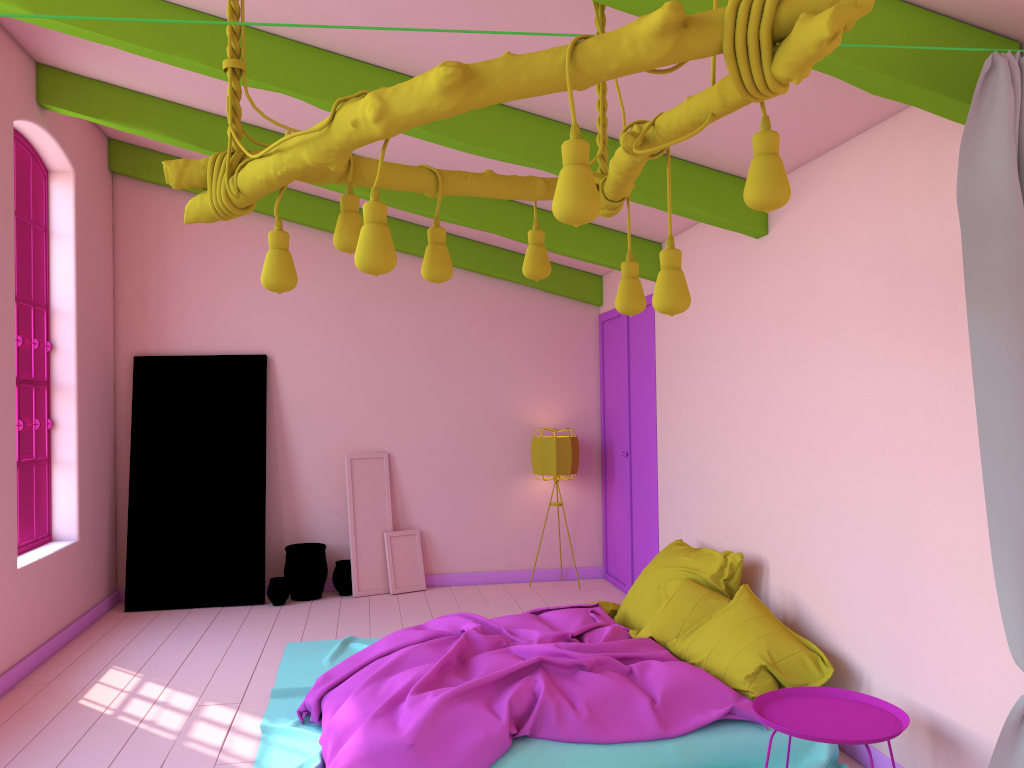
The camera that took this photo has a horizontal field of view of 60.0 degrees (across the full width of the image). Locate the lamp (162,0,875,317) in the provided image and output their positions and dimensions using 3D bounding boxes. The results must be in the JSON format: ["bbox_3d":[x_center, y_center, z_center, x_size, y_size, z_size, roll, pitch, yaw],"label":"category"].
[{"bbox_3d":[0.033,-1.305,2.299,1.610,2.264,1.776,0,-1,-28],"label":"lamp"}]

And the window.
[{"bbox_3d":[-3.497,-0.307,6.286,0.072,3.046,1.275,-1,-1,-9],"label":"window"}]

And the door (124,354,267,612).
[{"bbox_3d":[-2.770,0.837,7.839,1.153,2.210,0.450,-1,-1,-9],"label":"door"}]

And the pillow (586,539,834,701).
[{"bbox_3d":[1.021,1.401,5.349,0.848,0.822,2.618,-1,-1,-20],"label":"pillow"}]

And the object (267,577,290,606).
[{"bbox_3d":[-2.030,1.806,7.710,0.199,0.234,0.199,0,-1,-42],"label":"object"}]

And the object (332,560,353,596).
[{"bbox_3d":[-1.512,1.770,8.093,0.260,0.306,0.260,-1,-1,23],"label":"object"}]

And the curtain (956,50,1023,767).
[{"bbox_3d":[1.658,0.355,2.953,0.518,2.785,0.525,-1,-1,-29],"label":"curtain"}]

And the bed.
[{"bbox_3d":[-0.009,1.571,4.916,2.802,0.514,3.577,-1,-1,-9],"label":"bed"}]

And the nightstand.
[{"bbox_3d":[1.278,1.539,3.565,0.596,0.458,0.596,-2,-1,28],"label":"nightstand"}]

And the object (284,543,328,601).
[{"bbox_3d":[-1.850,1.685,7.964,0.386,0.471,0.386,-2,-1,33],"label":"object"}]

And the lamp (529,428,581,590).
[{"bbox_3d":[0.435,1.144,8.289,0.491,1.466,0.476,-1,-1,21],"label":"lamp"}]

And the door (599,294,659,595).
[{"bbox_3d":[1.021,0.594,7.846,0.108,2.590,1.677,-1,-1,-9],"label":"door"}]
